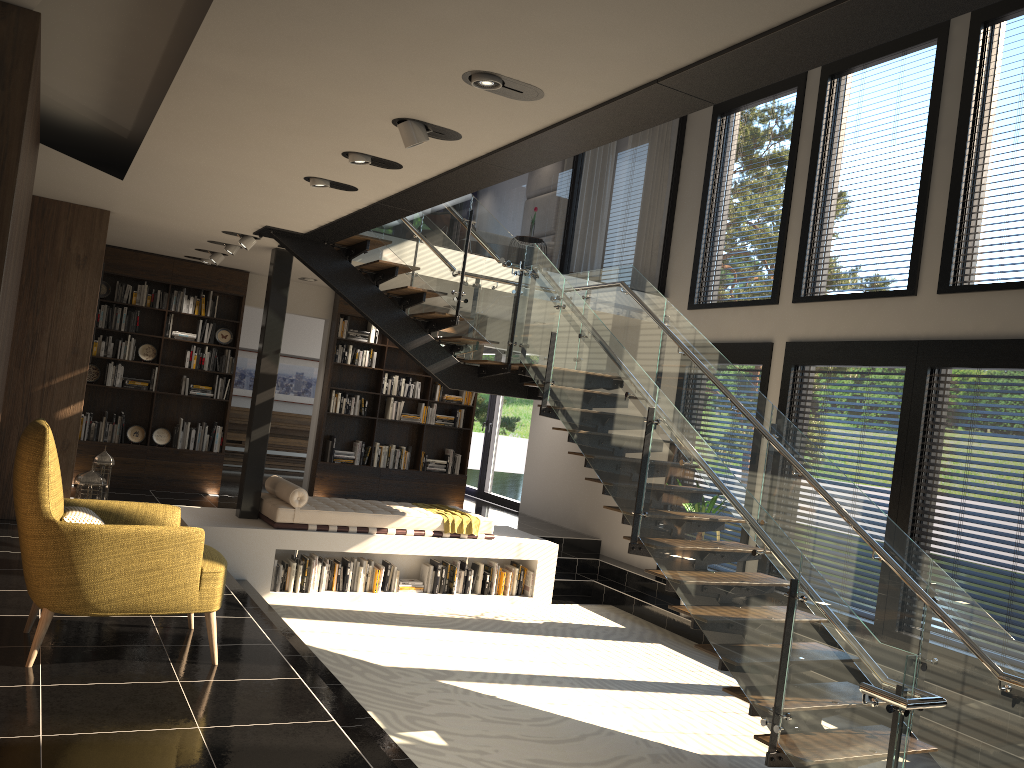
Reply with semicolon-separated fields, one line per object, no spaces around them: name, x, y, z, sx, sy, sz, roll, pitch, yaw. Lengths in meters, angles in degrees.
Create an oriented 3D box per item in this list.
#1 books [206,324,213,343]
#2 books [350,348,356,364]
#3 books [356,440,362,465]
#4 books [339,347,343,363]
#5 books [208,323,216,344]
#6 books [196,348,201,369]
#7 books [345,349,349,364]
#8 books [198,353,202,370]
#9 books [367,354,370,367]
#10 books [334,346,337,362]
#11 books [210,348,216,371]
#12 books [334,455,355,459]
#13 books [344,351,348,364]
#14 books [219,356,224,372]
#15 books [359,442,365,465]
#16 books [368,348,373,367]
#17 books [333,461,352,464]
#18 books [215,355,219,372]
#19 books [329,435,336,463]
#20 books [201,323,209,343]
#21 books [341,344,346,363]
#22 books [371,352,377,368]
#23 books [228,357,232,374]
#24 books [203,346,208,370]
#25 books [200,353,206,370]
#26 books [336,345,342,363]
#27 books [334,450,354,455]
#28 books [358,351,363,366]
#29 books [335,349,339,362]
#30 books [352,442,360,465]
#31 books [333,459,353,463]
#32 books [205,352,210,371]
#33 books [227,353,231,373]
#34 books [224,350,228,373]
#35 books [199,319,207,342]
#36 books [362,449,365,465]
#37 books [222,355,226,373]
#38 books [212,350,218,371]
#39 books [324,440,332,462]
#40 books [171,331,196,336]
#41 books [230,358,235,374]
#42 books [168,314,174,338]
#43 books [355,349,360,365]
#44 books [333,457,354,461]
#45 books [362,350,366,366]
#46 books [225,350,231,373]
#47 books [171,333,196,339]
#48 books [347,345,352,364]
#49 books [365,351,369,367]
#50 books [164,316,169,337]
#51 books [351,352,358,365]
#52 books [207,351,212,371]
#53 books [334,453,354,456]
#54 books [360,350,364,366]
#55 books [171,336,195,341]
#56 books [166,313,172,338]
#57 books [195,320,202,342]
books;-3.612;-0.599;10.530;0.047;0.237;0.225;8;-2;-28
books;-2.055;-0.355;11.351;0.052;0.224;0.099;8;-1;-28
books;-1.998;0.887;11.466;0.031;0.310;0.169;8;-1;-28
books;-2.187;-0.367;11.279;0.021;0.207;0.102;8;-1;-28
books;-3.568;-0.600;10.536;0.035;0.250;0.196;8;-1;-28
books;-3.696;-0.300;10.430;0.021;0.253;0.167;8;-1;-28
books;-2.114;-0.350;11.308;0.021;0.196;0.103;8;-1;-28
books;-3.690;-0.271;10.460;0.026;0.200;0.154;8;-1;-28
books;-1.869;-0.301;11.443;0.025;0.170;0.113;8;-1;-28
books;-2.267;-0.381;11.236;0.031;0.212;0.127;8;-1;-28
books;-3.558;-0.290;10.517;0.037;0.276;0.179;8;-1;-28
books;-2.176;0.926;11.369;0.287;0.030;0.176;9;-2;-31
books;-2.136;-0.340;11.293;0.030;0.168;0.125;8;-1;-28
books;-3.474;-0.234;10.575;0.026;0.190;0.121;8;-1;-28
books;-1.967;0.895;11.478;0.036;0.302;0.186;8;-1;-28
books;-1.844;-0.335;11.468;0.032;0.247;0.114;8;-1;-28
books;-2.195;1.002;11.384;0.247;0.026;0.148;9;-2;-29
books;-3.516;-0.243;10.563;0.060;0.196;0.119;8;-1;-28
books;-2.295;0.826;11.268;0.028;0.340;0.203;8;-1;-28
books;-3.635;-0.602;10.498;0.025;0.235;0.231;8;-2;-28
books;-2.162;-0.387;11.291;0.029;0.254;0.128;8;-1;-28
books;-1.802;-0.310;11.453;0.034;0.206;0.167;8;-2;-28
books;-3.385;-0.226;10.615;0.023;0.200;0.120;8;-1;-28
books;-3.633;-0.304;10.479;0.020;0.281;0.153;8;-1;-28
books;-3.651;-0.264;10.448;0.032;0.195;0.182;8;-2;-28
books;-2.210;-0.381;11.272;0.030;0.230;0.103;8;-1;-28
books;-2.171;0.873;11.374;0.257;0.024;0.167;8;-2;-28
books;-1.964;-0.327;11.380;0.033;0.194;0.120;8;-1;-28
books;-2.236;-0.359;11.243;0.037;0.177;0.109;8;-1;-28
books;-2.018;0.896;11.435;0.031;0.284;0.177;8;-1;-28
books;-2.184;0.978;11.370;0.258;0.024;0.167;8;-2;-27
books;-3.612;-0.270;10.480;0.027;0.219;0.139;8;-1;-28
books;-3.403;-0.251;10.613;0.018;0.246;0.144;8;-1;-28
books;-3.429;-0.272;10.593;0.018;0.278;0.114;8;-1;-28
books;-3.664;-0.632;10.479;0.049;0.286;0.259;8;-2;-28
books;-1.957;0.943;11.510;0.023;0.212;0.123;8;-1;-28
books;-3.444;-0.239;10.570;0.020;0.209;0.147;8;-1;-28
books;-3.533;-0.279;10.523;0.016;0.262;0.155;8;-1;-28
books;-2.344;0.856;11.294;0.025;0.270;0.156;8;-1;-28
books;-3.864;-0.590;10.420;0.264;0.021;0.189;9;-2;-30
books;-3.356;-0.220;10.613;0.026;0.196;0.170;8;-2;-28
books;-3.984;-0.675;10.330;0.016;0.278;0.209;8;-1;-28
books;-1.998;-0.339;11.385;0.025;0.208;0.114;8;-1;-28
books;-2.186;0.953;11.381;0.271;0.025;0.156;8;-2;-27
books;-1.920;-0.327;11.423;0.034;0.208;0.112;8;-1;-28
books;-3.406;-0.269;10.585;0.016;0.278;0.201;8;-1;-28
books;-3.863;-0.565;10.412;0.266;0.030;0.209;8;-2;-28
books;-2.089;-0.371;11.326;0.034;0.245;0.127;8;-1;-28
books;-1.888;-0.324;11.428;0.028;0.211;0.133;8;-1;-28
books;-4.039;-0.665;10.324;0.028;0.242;0.194;8;-2;-28
books;-2.010;-0.324;11.346;0.030;0.173;0.138;8;-2;-28
books;-3.597;-0.276;10.515;0.030;0.239;0.146;8;-1;-28
books;-2.179;0.898;11.383;0.271;0.025;0.156;8;-2;-27
books;-1.942;-0.332;11.401;0.025;0.211;0.125;8;-1;-28
books;-3.873;-0.534;10.423;0.239;0.033;0.176;9;-2;-31
books;-4.001;-0.678;10.315;0.027;0.279;0.166;8;-1;-28
books;-3.704;-0.627;10.476;0.023;0.264;0.218;8;-2;-28
